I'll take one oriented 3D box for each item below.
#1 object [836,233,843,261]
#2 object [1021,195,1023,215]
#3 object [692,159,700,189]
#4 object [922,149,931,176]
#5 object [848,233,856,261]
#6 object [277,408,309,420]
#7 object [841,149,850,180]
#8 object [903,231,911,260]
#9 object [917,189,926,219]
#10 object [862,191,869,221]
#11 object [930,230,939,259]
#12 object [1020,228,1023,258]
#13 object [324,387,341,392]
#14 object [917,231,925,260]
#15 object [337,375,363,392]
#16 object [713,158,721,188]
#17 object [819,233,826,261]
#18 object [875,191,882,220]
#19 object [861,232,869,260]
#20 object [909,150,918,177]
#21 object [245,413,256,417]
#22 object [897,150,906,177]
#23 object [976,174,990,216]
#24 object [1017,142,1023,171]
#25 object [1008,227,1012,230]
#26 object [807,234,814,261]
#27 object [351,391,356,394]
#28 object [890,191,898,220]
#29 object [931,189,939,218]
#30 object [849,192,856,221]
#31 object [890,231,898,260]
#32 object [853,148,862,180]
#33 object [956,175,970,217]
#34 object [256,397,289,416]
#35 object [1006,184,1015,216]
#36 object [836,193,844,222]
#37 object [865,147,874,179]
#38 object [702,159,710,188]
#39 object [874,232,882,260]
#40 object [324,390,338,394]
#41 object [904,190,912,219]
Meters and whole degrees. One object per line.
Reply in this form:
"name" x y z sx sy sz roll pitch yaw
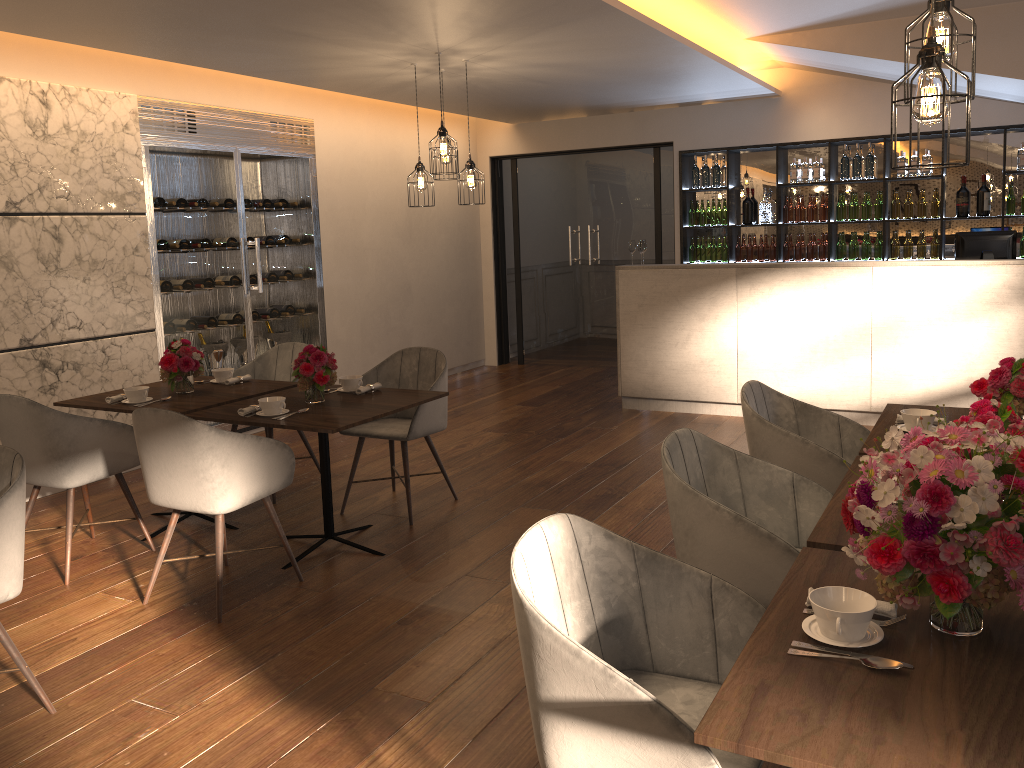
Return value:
"object" 3.043 -1.275 8.220 0.065 0.260 0.066 -1 7 7
"object" 4.334 -1.557 7.464 0.065 0.260 0.066 -1 7 7
"object" 1.816 -2.087 8.753 0.075 0.308 0.075 -7 8 -36
"object" 3.634 -1.943 7.764 0.070 0.234 0.041 2 8 28
"object" 3.140 -1.270 8.166 0.065 0.260 0.066 -1 7 7
"object" -0.986 0.135 4.012 0.043 0.015 0.198 2 11 25
"object" 3.041 -2.015 8.083 0.075 0.308 0.075 -6 8 -28
"object" 3.547 -1.246 7.943 0.065 0.260 0.066 -1 7 7
"object" 3.631 -1.598 7.849 0.065 0.260 0.066 -1 7 7
"object" 3.223 -1.623 8.072 0.065 0.262 0.066 -1 7 7
"object" 3.741 -1.235 7.837 0.065 0.260 0.066 -1 7 7
"object" 4.347 -1.199 7.506 0.065 0.260 0.066 -1 7 7
"object" -0.936 0.027 4.630 0.043 0.015 0.198 4 11 32
"object" 3.644 -1.240 7.890 0.065 0.260 0.066 -1 7 7
"object" -0.835 0.000 4.593 0.149 0.072 0.149 -9 12 -38
"object" 1.999 -2.076 8.653 0.075 0.308 0.075 -4 7 -14
"object" 2.910 -1.283 8.292 0.065 0.260 0.066 -1 7 7
"object" 3.320 -1.617 8.019 0.065 0.262 0.066 -1 7 7
"object" 3.236 -1.264 8.113 0.065 0.260 0.066 -1 7 7
"object" 3.546 -1.949 7.813 0.070 0.234 0.041 2 8 28
"object" -1.159 0.122 4.095 0.025 0.024 0.194 2 11 28
"object" 3.458 -1.954 7.861 0.070 0.234 0.041 2 8 28
"object" 4.042 -1.618 7.589 0.104 0.357 0.104 -7 8 -34
"object" 4.276 -1.906 7.413 0.070 0.234 0.041 2 8 28
"object" 4.250 -1.206 7.558 0.065 0.262 0.066 -1 7 7
"object" 2.813 -1.289 8.345 0.065 0.260 0.066 -1 7 7
"object" -0.769 0.029 4.549 0.025 0.024 0.194 2 11 28
"object" 3.437 -1.609 7.955 0.065 0.260 0.066 -1 7 7
"object" 3.728 -1.592 7.796 0.065 0.260 0.066 -1 7 7
"object" 3.126 -1.628 8.125 0.065 0.262 0.066 -1 7 7
"object" 3.450 -1.252 7.996 0.065 0.260 0.066 -1 7 7
"object" 3.133 -2.010 8.033 0.075 0.308 0.075 3 9 39
"object" 3.906 -1.625 7.667 0.104 0.357 0.104 -3 7 -9
"object" -1.095 0.105 4.046 0.148 0.072 0.149 -5 10 -18
"object" 4.237 -1.564 7.517 0.065 0.262 0.066 -1 7 7
"object" 3.029 -1.633 8.178 0.065 0.260 0.066 -1 7 7
"object" 3.224 -2.005 7.983 0.075 0.308 0.075 3 9 39
"object" 1.908 -2.081 8.703 0.075 0.308 0.075 -4 7 -18
"object" 3.333 -1.258 8.060 0.065 0.260 0.066 -1 7 7
"object" -0.915 0.035 4.611 0.022 0.004 0.212 3 11 28
"object" 3.534 -1.604 7.902 0.065 0.260 0.066 -1 7 7
